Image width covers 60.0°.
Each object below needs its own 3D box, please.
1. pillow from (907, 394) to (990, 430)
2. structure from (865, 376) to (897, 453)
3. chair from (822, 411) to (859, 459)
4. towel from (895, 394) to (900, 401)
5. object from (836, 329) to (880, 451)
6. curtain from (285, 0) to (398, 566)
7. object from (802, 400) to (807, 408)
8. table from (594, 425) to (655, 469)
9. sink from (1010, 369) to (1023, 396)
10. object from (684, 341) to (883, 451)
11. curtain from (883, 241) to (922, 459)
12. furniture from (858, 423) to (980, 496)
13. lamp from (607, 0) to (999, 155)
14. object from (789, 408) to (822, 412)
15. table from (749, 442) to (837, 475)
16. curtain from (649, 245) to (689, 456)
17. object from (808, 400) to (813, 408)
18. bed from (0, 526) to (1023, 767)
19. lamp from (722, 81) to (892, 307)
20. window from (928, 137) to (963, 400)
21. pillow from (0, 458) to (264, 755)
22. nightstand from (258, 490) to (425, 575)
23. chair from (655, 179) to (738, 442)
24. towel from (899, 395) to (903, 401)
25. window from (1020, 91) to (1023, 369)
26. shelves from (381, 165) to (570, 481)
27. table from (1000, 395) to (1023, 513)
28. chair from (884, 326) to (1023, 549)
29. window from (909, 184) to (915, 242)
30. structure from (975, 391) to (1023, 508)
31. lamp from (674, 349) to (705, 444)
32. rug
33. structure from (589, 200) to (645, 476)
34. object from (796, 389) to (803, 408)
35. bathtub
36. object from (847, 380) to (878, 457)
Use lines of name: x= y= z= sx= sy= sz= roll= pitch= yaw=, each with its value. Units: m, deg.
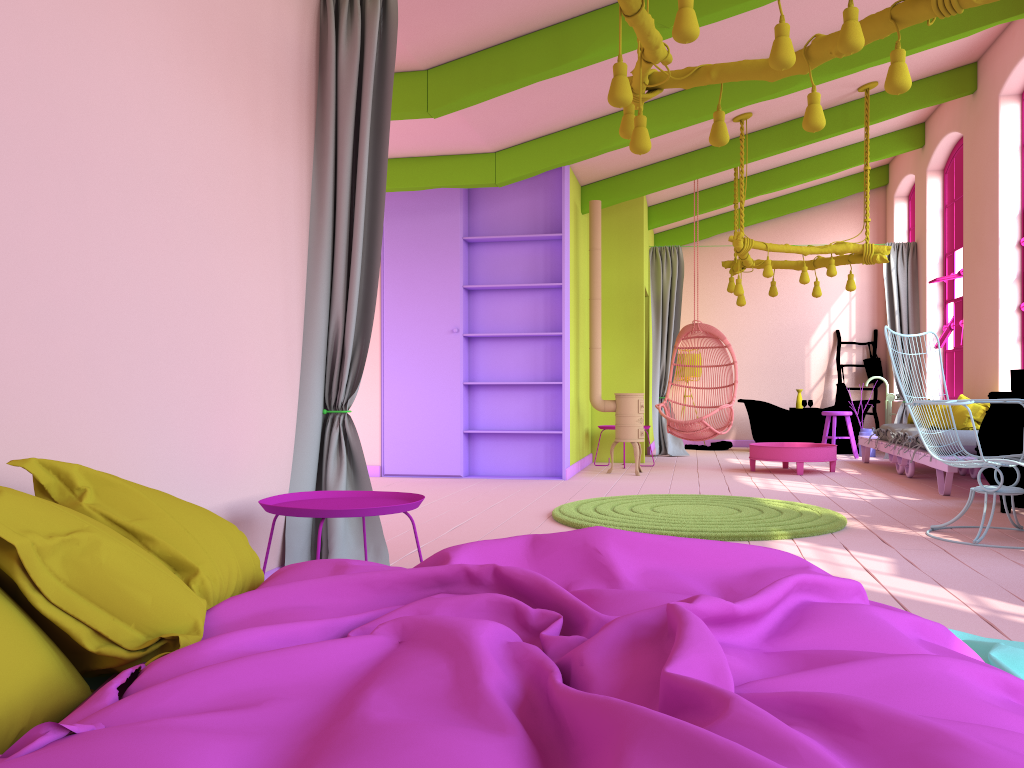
pillow: x=4.336 y=0.299 z=8.823 sx=0.578 sy=0.399 sz=1.997 roll=0 pitch=0 yaw=11
structure: x=5.077 y=0.421 z=12.086 sx=0.254 sy=1.061 sz=0.451 roll=0 pitch=0 yaw=-35
chair: x=4.081 y=0.643 z=11.180 sx=0.472 sy=0.593 sz=0.446 roll=0 pitch=0 yaw=-20
towel: x=5.396 y=0.177 z=12.148 sx=0.262 sy=0.102 sz=0.247 roll=0 pitch=0 yaw=12
object: x=5.023 y=0.080 z=12.863 sx=0.603 sy=1.764 sz=0.410 roll=0 pitch=0 yaw=11
curtain: x=-0.768 y=-0.514 z=3.960 sx=0.518 sy=2.785 sz=0.525 roll=0 pitch=0 yaw=-8
object: x=3.998 y=0.304 z=12.126 sx=0.069 sy=0.170 sz=0.069 roll=0 pitch=0 yaw=31
table: x=1.267 y=0.700 z=10.017 sx=0.596 sy=0.458 sz=0.596 roll=0 pitch=0 yaw=-41
sink: x=3.466 y=-0.010 z=5.711 sx=0.340 sy=0.194 sz=0.609 roll=0 pitch=0 yaw=11
object: x=3.203 y=0.136 z=9.443 sx=2.827 sy=1.580 sz=7.865 roll=0 pitch=0 yaw=12
curtain: x=4.902 y=-0.415 z=11.063 sx=0.518 sy=2.785 sz=0.525 roll=0 pitch=0 yaw=31
furniture: x=4.156 y=0.663 z=8.777 sx=0.907 sy=0.507 sz=3.776 roll=0 pitch=0 yaw=11
lamp: x=0.963 y=-2.187 z=4.017 sx=1.610 sy=2.264 sz=1.775 roll=0 pitch=0 yaw=-7
object: x=4.069 y=0.366 z=12.311 sx=0.360 sy=0.068 sz=1.323 roll=0 pitch=-1 yaw=11
table: x=2.946 y=0.779 z=9.316 sx=0.885 sy=0.285 sz=0.885 roll=0 pitch=-1 yaw=37
curtain: x=2.023 y=-0.462 z=11.656 sx=0.518 sy=2.785 sz=0.525 roll=0 pitch=0 yaw=-8
object: x=4.128 y=0.305 z=12.266 sx=0.069 sy=0.170 sz=0.069 roll=0 pitch=0 yaw=31
bed: x=0.105 y=0.606 z=1.516 sx=2.802 sy=0.514 sz=3.576 roll=0 pitch=0 yaw=11
lamp: x=2.793 y=-1.947 z=9.301 sx=1.610 sy=2.264 sz=1.775 roll=0 pitch=0 yaw=-7
window: x=5.082 y=-1.282 z=10.000 sx=0.551 sy=3.009 sz=1.514 roll=0 pitch=0 yaw=11
pillow: x=-1.013 y=0.444 z=1.480 sx=0.848 sy=0.822 sz=2.617 roll=0 pitch=0 yaw=1
nightstand: x=-0.616 y=0.643 z=3.237 sx=0.596 sy=0.458 sz=0.596 roll=0 pitch=0 yaw=-41
chair: x=2.042 y=-0.927 z=9.854 sx=0.860 sy=3.130 sz=0.806 roll=0 pitch=0 yaw=31
towel: x=5.343 y=0.175 z=11.886 sx=0.247 sy=0.102 sz=0.262 roll=0 pitch=0 yaw=2
window: x=4.593 y=-1.312 z=7.595 sx=0.072 sy=3.047 sz=1.275 roll=0 pitch=0 yaw=11
shelves: x=-0.370 y=-0.616 z=8.734 sx=1.841 sy=3.104 sz=0.384 roll=0 pitch=0 yaw=11
table: x=3.504 y=0.474 z=5.043 sx=0.655 sy=0.821 sz=2.192 roll=0 pitch=0 yaw=11
chair: x=2.746 y=0.272 z=5.159 sx=1.078 sy=1.238 sz=0.925 roll=0 pitch=0 yaw=-44
window: x=5.461 y=-1.276 z=11.870 sx=0.072 sy=3.047 sz=1.275 roll=0 pitch=0 yaw=11
structure: x=3.806 y=0.477 z=6.522 sx=0.718 sy=0.845 sz=0.718 roll=0 pitch=0 yaw=-21
lamp: x=2.594 y=0.206 z=13.250 sx=0.491 sy=1.466 sz=0.476 roll=0 pitch=0 yaw=41
rug: x=1.223 y=0.872 z=5.936 sx=1.889 sy=0.050 sz=1.889 roll=0 pitch=0 yaw=-1
structure: x=1.122 y=-0.482 z=9.186 sx=0.577 sy=2.814 sz=0.403 roll=0 pitch=0 yaw=29
object: x=3.985 y=0.233 z=12.296 sx=0.097 sy=0.321 sz=0.097 roll=0 pitch=0 yaw=23
bathtub: x=4.101 y=0.578 z=12.305 sx=1.889 sy=0.740 sz=0.826 roll=0 pitch=0 yaw=11
object: x=4.541 y=0.444 z=11.435 sx=0.277 sy=0.987 sz=0.451 roll=0 pitch=0 yaw=-34
